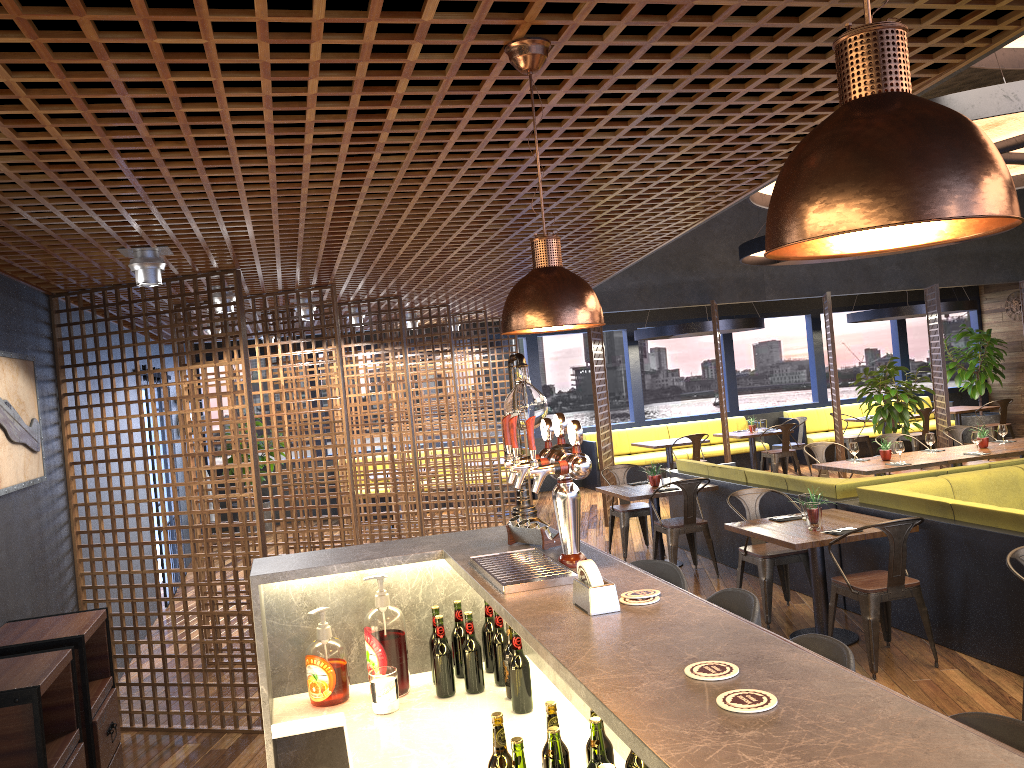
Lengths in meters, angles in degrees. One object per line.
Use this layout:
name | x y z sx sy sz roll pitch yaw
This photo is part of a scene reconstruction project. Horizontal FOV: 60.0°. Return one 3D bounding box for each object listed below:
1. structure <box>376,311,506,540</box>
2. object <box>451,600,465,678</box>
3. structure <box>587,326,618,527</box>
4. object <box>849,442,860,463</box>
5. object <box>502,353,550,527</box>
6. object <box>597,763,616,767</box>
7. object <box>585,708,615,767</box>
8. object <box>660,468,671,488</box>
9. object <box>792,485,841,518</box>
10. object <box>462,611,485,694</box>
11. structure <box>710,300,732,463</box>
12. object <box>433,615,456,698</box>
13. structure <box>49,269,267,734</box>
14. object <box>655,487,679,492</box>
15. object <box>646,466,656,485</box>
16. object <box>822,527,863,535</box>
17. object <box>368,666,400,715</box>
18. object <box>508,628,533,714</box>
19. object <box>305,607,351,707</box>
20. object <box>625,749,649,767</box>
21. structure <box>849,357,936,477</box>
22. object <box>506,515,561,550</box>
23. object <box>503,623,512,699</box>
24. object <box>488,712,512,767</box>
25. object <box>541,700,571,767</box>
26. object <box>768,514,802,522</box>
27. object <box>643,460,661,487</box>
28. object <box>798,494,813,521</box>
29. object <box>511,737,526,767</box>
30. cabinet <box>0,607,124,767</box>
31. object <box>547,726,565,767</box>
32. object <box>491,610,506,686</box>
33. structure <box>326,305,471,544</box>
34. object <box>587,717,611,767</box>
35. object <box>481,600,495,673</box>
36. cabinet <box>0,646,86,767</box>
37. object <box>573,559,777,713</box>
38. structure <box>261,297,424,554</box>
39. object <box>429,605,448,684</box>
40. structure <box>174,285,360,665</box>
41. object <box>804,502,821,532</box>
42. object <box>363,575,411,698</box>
structure | -0.796 0.595 9.964 1.319 2.700 0.050 -5 0 16
object | -0.173 0.856 2.985 0.063 0.254 0.063 -5 0 28
structure | 1.166 0.408 11.383 0.050 2.700 0.852 -5 0 16
object | 3.471 0.698 8.993 0.097 0.206 0.097 -5 0 31
object | 0.043 0.323 4.377 0.263 0.944 0.566 -5 0 -22
object | 0.191 0.844 1.697 0.088 0.224 0.088 -5 0 15
object | 0.196 0.826 1.986 0.063 0.254 0.063 -5 0 -17
object | 1.465 0.895 8.447 0.102 0.178 0.102 -5 0 -9
object | 2.041 0.809 5.985 0.260 0.271 0.238 -5 0 -13
object | -0.128 0.852 2.822 0.063 0.254 0.063 -5 0 -22
structure | 2.807 0.256 11.800 0.050 2.700 0.852 -5 0 16
object | -0.220 0.860 2.809 0.063 0.254 0.063 -5 0 -27
structure | -2.097 0.739 5.331 1.319 2.700 0.050 -5 0 16
object | 1.421 0.980 8.271 0.255 0.019 0.157 -5 0 -15
object | 1.377 0.901 8.756 0.102 0.178 0.102 -5 0 1
object | 2.085 0.933 5.646 0.255 0.019 0.157 -5 0 -15
object | -0.392 0.942 2.725 0.088 0.123 0.088 -5 0 -9
object | 0.021 0.840 2.620 0.063 0.254 0.063 -5 0 -42
object | -0.599 0.870 2.858 0.133 0.301 0.133 -5 0 -9
object | 0.272 0.820 1.883 0.063 0.254 0.063 -5 0 -42
structure | 4.993 0.528 11.677 1.166 1.763 0.993 -6 0 -44
object | 0.070 0.456 2.758 0.091 0.091 0.177 -5 0 -39
object | 0.003 0.841 2.738 0.063 0.254 0.063 -5 0 14
object | -0.021 0.847 1.939 0.063 0.254 0.063 -5 0 28
object | 0.098 0.836 1.978 0.063 0.254 0.063 -5 0 -42
object | 1.960 0.941 6.273 0.255 0.019 0.157 -5 0 -15
object | 1.385 0.855 8.580 0.260 0.271 0.238 -5 0 -13
object | 2.041 0.855 6.131 0.102 0.178 0.102 -5 0 -29
object | 0.021 0.844 1.794 0.063 0.254 0.063 -5 0 39
cabinet | -2.026 1.590 3.964 0.473 1.007 0.553 -5 0 -14
object | 0.097 0.837 1.830 0.063 0.254 0.063 -5 0 14
object | -0.036 0.843 2.867 0.063 0.254 0.063 -5 0 -42
structure | -1.121 0.631 8.806 1.319 2.700 0.050 -5 0 16
object | 0.186 0.828 1.861 0.063 0.254 0.063 -5 0 -11
object | -0.072 0.846 3.009 0.063 0.254 0.063 -5 0 -42
cabinet | -1.856 1.578 3.290 0.473 1.007 0.553 -5 0 -14
object | 0.319 0.431 1.688 0.200 0.106 0.766 -5 0 -14
structure | -1.446 0.667 7.647 1.319 2.700 0.050 -5 0 16
object | -0.243 0.862 2.937 0.063 0.254 0.063 -5 0 -22
structure | -1.772 0.703 6.489 1.319 2.700 0.050 -5 0 16
object | 1.959 0.864 5.765 0.102 0.178 0.102 -5 0 -29
object | -0.409 0.811 2.870 0.133 0.385 0.133 -5 0 25
